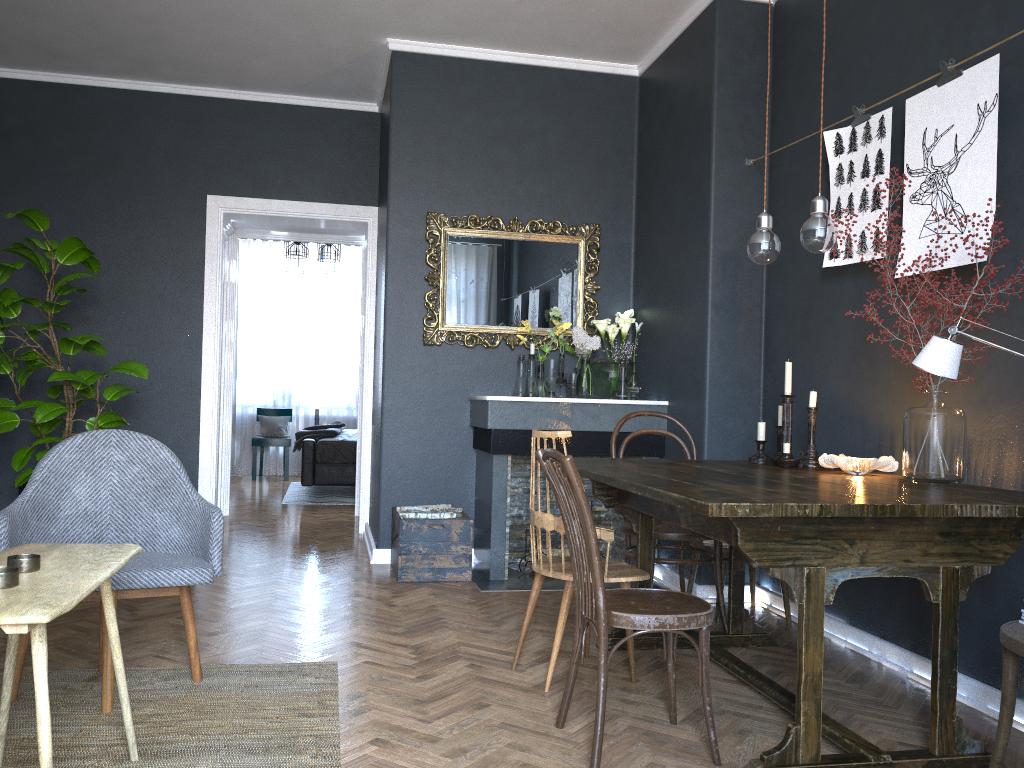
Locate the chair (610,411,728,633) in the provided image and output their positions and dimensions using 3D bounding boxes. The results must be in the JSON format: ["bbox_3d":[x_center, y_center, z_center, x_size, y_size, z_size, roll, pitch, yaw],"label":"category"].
[{"bbox_3d":[0.654,0.576,3.713,0.438,0.920,0.549,2,-1,-9],"label":"chair"}]

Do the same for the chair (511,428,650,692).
[{"bbox_3d":[0.235,0.588,3.088,0.384,0.856,0.456,2,-1,-27],"label":"chair"}]

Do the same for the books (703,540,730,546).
[{"bbox_3d":[1.017,0.714,4.072,0.207,0.025,0.262,1,-1,31],"label":"books"}]

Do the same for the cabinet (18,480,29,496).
[{"bbox_3d":[-2.662,0.788,5.552,0.650,0.390,0.456,2,-1,-12],"label":"cabinet"}]

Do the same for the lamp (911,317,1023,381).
[{"bbox_3d":[1.358,0.362,2.097,0.800,1.069,0.242,1,-1,33],"label":"lamp"}]

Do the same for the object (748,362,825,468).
[{"bbox_3d":[1.079,0.110,3.498,0.223,0.419,0.368,2,-1,-11],"label":"object"}]

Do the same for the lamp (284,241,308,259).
[{"bbox_3d":[-2.089,-1.586,8.593,0.210,0.714,0.210,2,0,2],"label":"lamp"}]

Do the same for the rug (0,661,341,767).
[{"bbox_3d":[-0.907,0.957,2.064,1.003,0.013,2.011,2,-1,-12],"label":"rug"}]

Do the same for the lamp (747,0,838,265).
[{"bbox_3d":[0.260,-1.206,2.960,1.590,1.574,0.583,1,0,20],"label":"lamp"}]

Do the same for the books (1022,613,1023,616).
[{"bbox_3d":[1.328,0.551,1.967,0.218,0.008,0.304,2,-1,0],"label":"books"}]

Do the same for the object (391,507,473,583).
[{"bbox_3d":[-0.447,0.865,4.832,0.383,0.326,0.552,2,-1,-12],"label":"object"}]

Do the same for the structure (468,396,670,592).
[{"bbox_3d":[0.295,0.571,4.902,1.065,0.981,0.834,2,-1,-12],"label":"structure"}]

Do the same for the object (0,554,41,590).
[{"bbox_3d":[-1.032,0.384,1.763,0.103,0.033,0.369,2,-1,-1],"label":"object"}]

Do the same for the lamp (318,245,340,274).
[{"bbox_3d":[-1.923,-1.543,9.339,0.210,0.747,0.210,2,0,2],"label":"lamp"}]

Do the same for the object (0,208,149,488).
[{"bbox_3d":[-2.558,0.028,4.836,1.118,1.898,0.763,2,0,-18],"label":"object"}]

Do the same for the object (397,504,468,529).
[{"bbox_3d":[-0.441,0.789,4.833,0.370,0.247,0.533,2,-1,-11],"label":"object"}]

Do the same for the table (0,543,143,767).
[{"bbox_3d":[-1.040,0.677,1.899,0.339,0.550,0.787,2,-1,-12],"label":"table"}]

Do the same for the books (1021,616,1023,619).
[{"bbox_3d":[1.328,0.559,1.969,0.218,0.007,0.305,2,-1,0],"label":"books"}]

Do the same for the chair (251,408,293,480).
[{"bbox_3d":[-2.737,0.678,10.141,0.436,0.798,0.592,2,-1,-12],"label":"chair"}]

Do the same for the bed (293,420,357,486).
[{"bbox_3d":[-0.993,0.524,9.012,2.375,1.161,2.266,2,-1,-12],"label":"bed"}]

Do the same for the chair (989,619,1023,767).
[{"bbox_3d":[1.370,0.559,1.952,0.549,0.920,0.438,2,-1,-14],"label":"chair"}]

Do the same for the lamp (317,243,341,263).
[{"bbox_3d":[-1.721,-1.547,8.373,0.210,0.769,0.210,2,0,2],"label":"lamp"}]

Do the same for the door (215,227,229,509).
[{"bbox_3d":[-2.184,-0.080,6.451,0.162,2.186,0.857,2,0,-12],"label":"door"}]

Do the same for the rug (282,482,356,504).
[{"bbox_3d":[-1.506,1.087,8.873,1.458,0.013,2.045,2,-1,-12],"label":"rug"}]

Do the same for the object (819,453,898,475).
[{"bbox_3d":[1.189,0.276,3.048,0.252,0.072,0.254,2,-1,-5],"label":"object"}]

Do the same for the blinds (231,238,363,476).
[{"bbox_3d":[-2.247,-0.297,10.662,3.993,2.788,0.312,2,0,-12],"label":"blinds"}]

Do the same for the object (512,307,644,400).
[{"bbox_3d":[0.395,-0.186,5.086,0.727,0.547,0.474,2,-1,-9],"label":"object"}]

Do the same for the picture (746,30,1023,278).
[{"bbox_3d":[1.600,-0.756,2.173,0.058,0.771,4.457,2,-1,-12],"label":"picture"}]

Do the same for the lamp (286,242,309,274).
[{"bbox_3d":[-2.166,-1.529,8.975,0.210,0.804,0.210,2,0,2],"label":"lamp"}]

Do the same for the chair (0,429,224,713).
[{"bbox_3d":[-1.280,0.556,2.800,0.645,0.811,0.495,2,-1,-33],"label":"chair"}]

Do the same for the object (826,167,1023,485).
[{"bbox_3d":[1.331,-0.155,2.766,0.639,0.930,0.556,2,-1,-41],"label":"object"}]

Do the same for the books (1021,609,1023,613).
[{"bbox_3d":[1.327,0.543,1.969,0.218,0.013,0.305,2,-1,0],"label":"books"}]

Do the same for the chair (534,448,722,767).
[{"bbox_3d":[0.313,0.589,2.437,0.467,0.820,0.363,2,0,-12],"label":"chair"}]

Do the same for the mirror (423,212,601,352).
[{"bbox_3d":[0.009,-0.593,5.219,1.057,0.784,0.067,2,0,-12],"label":"mirror"}]

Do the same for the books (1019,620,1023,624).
[{"bbox_3d":[1.328,0.566,1.967,0.218,0.008,0.304,2,-1,-5],"label":"books"}]

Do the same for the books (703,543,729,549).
[{"bbox_3d":[1.035,0.733,4.074,0.219,0.013,0.272,1,-1,35],"label":"books"}]

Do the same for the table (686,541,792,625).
[{"bbox_3d":[1.031,0.898,4.056,0.364,0.317,0.369,2,-1,-12],"label":"table"}]

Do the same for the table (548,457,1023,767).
[{"bbox_3d":[0.821,0.661,2.888,1.126,0.727,1.604,2,-1,-12],"label":"table"}]
